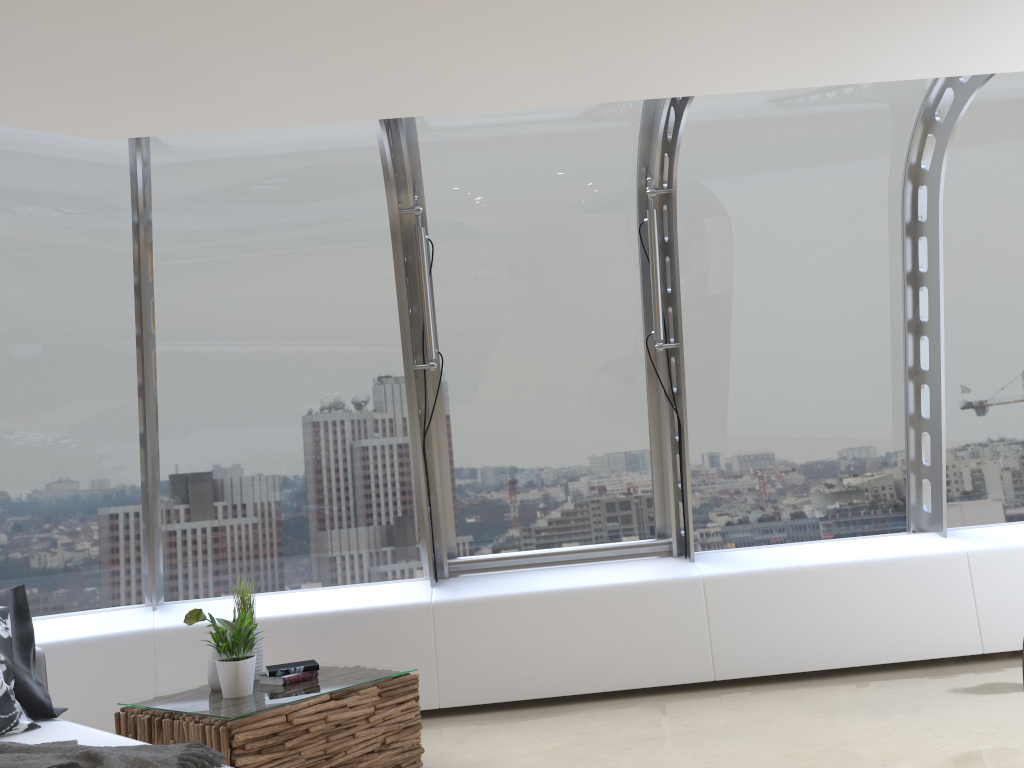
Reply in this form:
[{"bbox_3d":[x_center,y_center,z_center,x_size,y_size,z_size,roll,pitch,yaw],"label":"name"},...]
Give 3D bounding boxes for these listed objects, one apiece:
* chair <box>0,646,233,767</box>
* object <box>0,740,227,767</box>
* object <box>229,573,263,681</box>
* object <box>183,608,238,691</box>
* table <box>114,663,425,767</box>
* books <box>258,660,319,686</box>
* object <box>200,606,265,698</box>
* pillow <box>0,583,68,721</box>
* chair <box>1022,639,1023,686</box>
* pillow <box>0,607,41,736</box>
[{"bbox_3d":[-1.843,1.322,2.832,1.176,0.690,2.068,3,-12,-44],"label":"chair"},{"bbox_3d":[-1.285,1.192,2.503,1.024,0.359,0.825,-13,-12,43],"label":"object"},{"bbox_3d":[-1.251,1.126,4.158,0.150,0.511,0.153,-13,-12,43],"label":"object"},{"bbox_3d":[-1.330,1.171,3.927,0.152,0.370,0.297,-10,-10,29],"label":"object"},{"bbox_3d":[-1.043,1.544,3.877,0.923,0.436,1.007,-12,-11,39],"label":"table"},{"bbox_3d":[-1.001,1.308,4.012,0.265,0.063,0.246,-1,-10,-28],"label":"books"},{"bbox_3d":[-1.180,1.136,3.773,0.284,0.369,0.215,-8,-9,18],"label":"object"},{"bbox_3d":[-2.302,1.073,3.342,1.070,0.597,0.510,3,-12,-45],"label":"pillow"},{"bbox_3d":[1.671,0.758,2.090,0.752,0.972,0.943,-11,-10,34],"label":"chair"},{"bbox_3d":[-2.069,1.041,3.149,0.431,0.528,0.683,-12,-11,39],"label":"pillow"}]
